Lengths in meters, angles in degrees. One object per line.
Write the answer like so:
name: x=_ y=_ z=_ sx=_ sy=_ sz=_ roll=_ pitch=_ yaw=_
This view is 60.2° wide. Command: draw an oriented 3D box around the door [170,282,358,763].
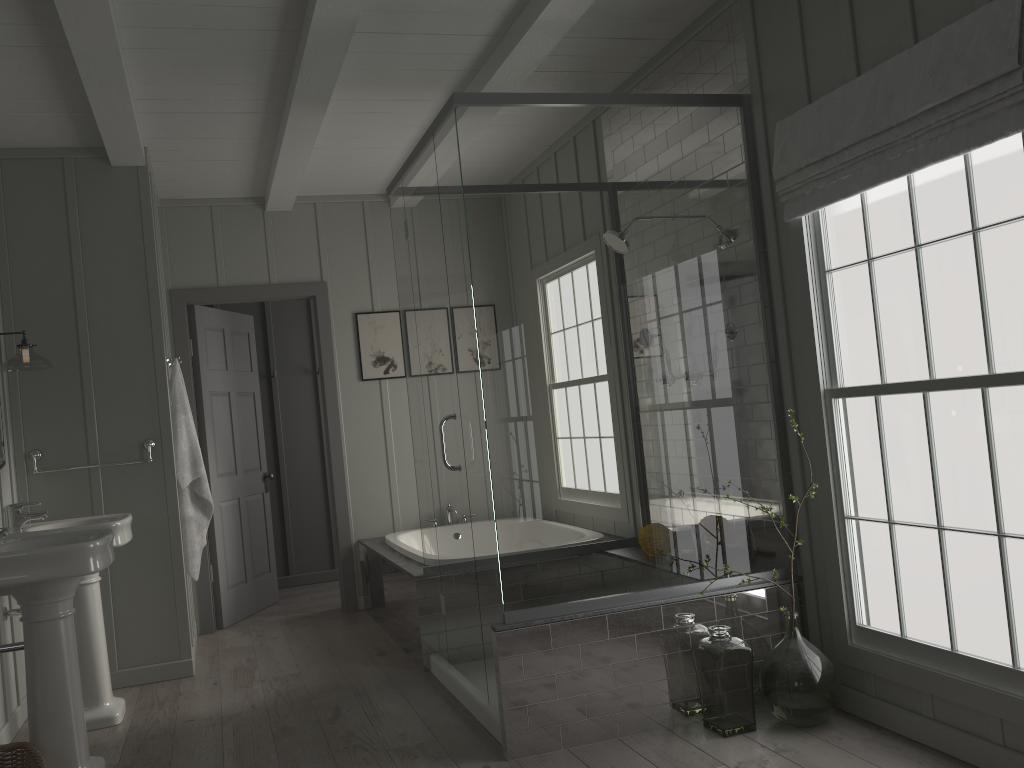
door: x=-0.884 y=0.275 z=2.664 sx=4.179 sy=2.196 sz=7.929 roll=-5 pitch=-2 yaw=-18

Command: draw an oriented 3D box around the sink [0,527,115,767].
sink: x=-1.713 y=0.966 z=3.201 sx=0.556 sy=1.013 sz=0.580 roll=-5 pitch=-2 yaw=-18

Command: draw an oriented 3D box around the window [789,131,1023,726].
window: x=1.307 y=0.008 z=2.768 sx=0.088 sy=1.949 sz=1.075 roll=-5 pitch=-2 yaw=-19

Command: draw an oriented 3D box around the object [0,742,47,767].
object: x=-1.680 y=1.352 z=2.880 sx=0.282 sy=0.220 sz=0.480 roll=-4 pitch=-2 yaw=-36

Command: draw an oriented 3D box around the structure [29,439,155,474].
structure: x=-2.133 y=0.369 z=4.504 sx=0.591 sy=0.123 sz=0.055 roll=-5 pitch=-2 yaw=-16

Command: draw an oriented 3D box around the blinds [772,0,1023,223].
blinds: x=1.152 y=-0.817 z=2.775 sx=0.071 sy=0.380 sz=1.050 roll=-5 pitch=-2 yaw=-19

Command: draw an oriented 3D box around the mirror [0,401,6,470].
mirror: x=-2.339 y=-0.047 z=3.932 sx=0.015 sy=0.884 sz=0.432 roll=-5 pitch=-2 yaw=-19

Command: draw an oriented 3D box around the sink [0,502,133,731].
sink: x=-1.981 y=1.020 z=3.982 sx=0.556 sy=1.013 sz=0.580 roll=-5 pitch=-2 yaw=-18

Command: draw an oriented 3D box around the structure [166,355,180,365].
structure: x=-1.851 y=-0.133 z=4.817 sx=0.078 sy=0.056 sz=0.057 roll=-5 pitch=-2 yaw=-17

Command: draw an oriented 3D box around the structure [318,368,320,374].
structure: x=-1.571 y=-0.103 z=7.180 sx=0.019 sy=0.051 sz=0.138 roll=-5 pitch=-2 yaw=-19

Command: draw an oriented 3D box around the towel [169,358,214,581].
towel: x=-1.740 y=0.457 z=4.824 sx=0.159 sy=1.204 sz=0.323 roll=-5 pitch=-2 yaw=-13

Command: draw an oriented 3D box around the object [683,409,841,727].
object: x=0.870 y=0.659 z=3.132 sx=0.505 sy=1.116 sz=0.281 roll=-5 pitch=-2 yaw=-18

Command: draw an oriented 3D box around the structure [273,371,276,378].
structure: x=-1.906 y=-0.074 z=7.077 sx=0.019 sy=0.051 sz=0.138 roll=-5 pitch=-2 yaw=-19

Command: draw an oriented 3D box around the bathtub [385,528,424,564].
bathtub: x=-0.160 y=1.005 z=5.276 sx=1.029 sy=0.490 sz=1.590 roll=-5 pitch=-2 yaw=-18

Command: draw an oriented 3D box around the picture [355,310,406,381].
picture: x=-0.885 y=-0.260 z=5.982 sx=0.307 sy=0.461 sz=0.012 roll=-5 pitch=-2 yaw=-16

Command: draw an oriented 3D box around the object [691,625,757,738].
object: x=0.760 y=1.052 z=3.159 sx=0.159 sy=0.361 sz=0.166 roll=-5 pitch=-2 yaw=-19

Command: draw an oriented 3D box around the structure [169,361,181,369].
structure: x=-1.934 y=-0.116 z=5.061 sx=0.078 sy=0.056 sz=0.057 roll=-5 pitch=-2 yaw=-17
